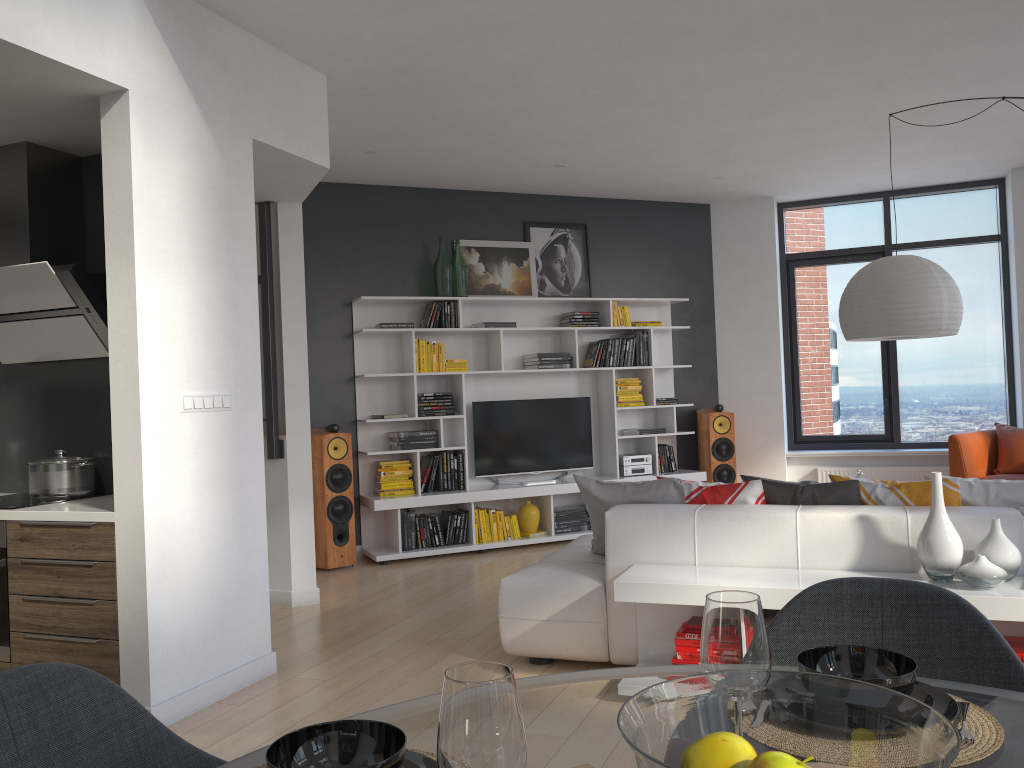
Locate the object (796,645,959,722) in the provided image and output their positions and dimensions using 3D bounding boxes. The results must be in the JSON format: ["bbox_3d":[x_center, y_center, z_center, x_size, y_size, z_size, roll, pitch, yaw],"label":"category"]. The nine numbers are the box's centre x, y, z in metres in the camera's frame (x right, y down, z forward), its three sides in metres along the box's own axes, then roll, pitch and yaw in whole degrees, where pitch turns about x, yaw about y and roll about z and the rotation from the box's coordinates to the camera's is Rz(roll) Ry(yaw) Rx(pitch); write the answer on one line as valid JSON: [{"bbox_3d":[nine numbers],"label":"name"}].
[{"bbox_3d":[0.489,0.429,1.258,0.258,0.074,0.258,-2,-1,2],"label":"object"}]

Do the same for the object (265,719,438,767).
[{"bbox_3d":[-0.201,0.455,1.027,0.258,0.074,0.258,-2,-1,2],"label":"object"}]

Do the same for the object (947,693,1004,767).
[{"bbox_3d":[0.486,0.468,1.247,0.360,0.002,0.360,-2,-1,-26],"label":"object"}]

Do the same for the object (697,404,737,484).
[{"bbox_3d":[1.867,0.729,8.162,0.290,1.088,0.434,-2,-1,-8],"label":"object"}]

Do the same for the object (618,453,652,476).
[{"bbox_3d":[1.052,0.715,7.857,0.285,0.174,0.270,-2,-1,-23],"label":"object"}]

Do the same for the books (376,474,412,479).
[{"bbox_3d":[-0.944,0.729,7.052,0.251,0.019,0.180,-2,-1,-23],"label":"books"}]

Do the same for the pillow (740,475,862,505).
[{"bbox_3d":[2.060,0.574,3.740,2.120,0.436,0.608,-3,-1,17],"label":"pillow"}]

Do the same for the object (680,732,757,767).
[{"bbox_3d":[0.194,0.360,0.817,0.078,0.073,0.077,-2,-1,-18],"label":"object"}]

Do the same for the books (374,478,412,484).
[{"bbox_3d":[-0.946,0.769,7.052,0.263,0.015,0.198,-2,-1,-20],"label":"books"}]

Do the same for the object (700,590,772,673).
[{"bbox_3d":[0.270,0.365,1.064,0.083,0.220,0.083,-2,-1,-7],"label":"object"}]

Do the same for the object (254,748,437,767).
[{"bbox_3d":[-0.207,0.493,1.030,0.360,0.002,0.360,-2,-1,-4],"label":"object"}]

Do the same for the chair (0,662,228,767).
[{"bbox_3d":[-0.421,0.830,1.090,0.619,0.891,0.655,-3,-1,23],"label":"chair"}]

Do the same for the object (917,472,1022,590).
[{"bbox_3d":[1.653,0.522,3.240,0.319,0.398,0.316,-2,-1,-44],"label":"object"}]

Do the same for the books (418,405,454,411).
[{"bbox_3d":[-0.627,0.194,7.179,0.266,0.030,0.209,-2,-1,-25],"label":"books"}]

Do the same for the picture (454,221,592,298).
[{"bbox_3d":[0.111,-1.064,7.677,1.279,0.707,0.076,-2,-1,-23],"label":"picture"}]

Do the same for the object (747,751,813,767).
[{"bbox_3d":[0.231,0.347,0.753,0.069,0.062,0.070,-2,-1,-28],"label":"object"}]

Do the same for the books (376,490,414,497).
[{"bbox_3d":[-0.927,0.859,7.027,0.270,0.029,0.204,-2,-1,-18],"label":"books"}]

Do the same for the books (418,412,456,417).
[{"bbox_3d":[-0.612,0.246,7.162,0.263,0.026,0.189,-2,-1,-25],"label":"books"}]

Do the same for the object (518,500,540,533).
[{"bbox_3d":[0.139,1.096,7.353,0.185,0.257,0.185,-3,-1,44],"label":"object"}]

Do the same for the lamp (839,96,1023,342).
[{"bbox_3d":[2.788,-0.146,3.590,0.710,2.647,3.199,-2,-1,-32],"label":"lamp"}]

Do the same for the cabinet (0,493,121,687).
[{"bbox_3d":[-3.202,0.156,2.262,2.402,2.501,4.694,-3,-1,22],"label":"cabinet"}]

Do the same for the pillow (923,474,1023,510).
[{"bbox_3d":[2.721,0.552,4.323,2.156,0.456,0.580,-2,-1,-42],"label":"pillow"}]

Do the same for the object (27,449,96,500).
[{"bbox_3d":[-2.121,0.419,4.181,0.288,0.223,0.315,-2,-1,-27],"label":"object"}]

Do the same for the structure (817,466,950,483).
[{"bbox_3d":[3.531,0.972,7.974,1.474,0.460,0.110,-3,-1,22],"label":"structure"}]

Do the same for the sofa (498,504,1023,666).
[{"bbox_3d":[1.984,0.858,4.644,3.424,0.732,2.614,-3,-1,22],"label":"sofa"}]

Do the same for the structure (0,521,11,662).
[{"bbox_3d":[-2.292,0.882,4.064,0.587,0.588,0.584,-3,-1,22],"label":"structure"}]

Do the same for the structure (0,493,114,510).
[{"bbox_3d":[-2.289,0.540,4.111,0.600,0.006,0.550,-3,-1,22],"label":"structure"}]

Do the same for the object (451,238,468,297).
[{"bbox_3d":[-0.442,-0.950,7.324,0.157,0.507,0.157,-2,-1,-10],"label":"object"}]

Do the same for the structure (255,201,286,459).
[{"bbox_3d":[-2.882,-0.726,7.516,4.190,4.339,2.823,-3,-1,22],"label":"structure"}]

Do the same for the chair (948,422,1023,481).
[{"bbox_3d":[4.034,0.737,6.879,0.843,0.858,0.896,-2,-1,-36],"label":"chair"}]

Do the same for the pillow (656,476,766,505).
[{"bbox_3d":[1.755,0.614,3.853,2.250,0.449,0.575,-3,-1,19],"label":"pillow"}]

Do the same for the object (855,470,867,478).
[{"bbox_3d":[2.025,0.653,5.390,0.330,0.265,0.330,-2,-1,-44],"label":"object"}]

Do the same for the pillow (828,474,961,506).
[{"bbox_3d":[2.446,0.579,4.163,2.095,0.440,0.630,-2,-1,-21],"label":"pillow"}]

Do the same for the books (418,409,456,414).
[{"bbox_3d":[-0.612,0.221,7.164,0.270,0.025,0.189,-2,-1,-24],"label":"books"}]

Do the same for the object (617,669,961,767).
[{"bbox_3d":[0.234,0.380,0.761,0.278,0.184,0.278,-3,-1,30],"label":"object"}]

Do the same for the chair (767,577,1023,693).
[{"bbox_3d":[0.544,0.793,1.315,0.655,0.891,0.619,-3,-1,28],"label":"chair"}]

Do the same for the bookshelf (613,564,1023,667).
[{"bbox_3d":[1.680,0.969,3.168,2.600,0.500,0.356,-3,-1,22],"label":"bookshelf"}]

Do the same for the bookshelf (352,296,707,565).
[{"bbox_3d":[0.231,0.305,7.463,3.000,2.052,0.455,-2,-1,-23],"label":"bookshelf"}]

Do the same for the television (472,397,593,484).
[{"bbox_3d":[0.187,0.482,7.558,1.102,0.704,0.207,-2,-1,-23],"label":"television"}]

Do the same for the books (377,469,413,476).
[{"bbox_3d":[-0.934,0.702,7.054,0.250,0.035,0.185,-2,-1,-20],"label":"books"}]

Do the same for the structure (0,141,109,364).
[{"bbox_3d":[-2.300,-0.613,4.205,0.898,0.998,0.407,-3,-1,22],"label":"structure"}]

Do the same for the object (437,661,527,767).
[{"bbox_3d":[-0.026,0.374,0.814,0.083,0.220,0.083,-2,-1,-40],"label":"object"}]

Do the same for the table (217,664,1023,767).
[{"bbox_3d":[0.263,0.854,0.763,1.499,0.764,1.499,-2,-1,11],"label":"table"}]

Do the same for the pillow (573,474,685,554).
[{"bbox_3d":[1.787,0.587,4.197,2.953,0.453,0.647,-2,-1,9],"label":"pillow"}]

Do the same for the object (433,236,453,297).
[{"bbox_3d":[-0.563,-0.946,7.210,0.157,0.507,0.157,-2,-1,-10],"label":"object"}]

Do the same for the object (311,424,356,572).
[{"bbox_3d":[-1.414,0.846,6.755,0.290,1.088,0.434,-2,-1,-38],"label":"object"}]

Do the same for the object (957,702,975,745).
[{"bbox_3d":[0.477,0.460,1.250,0.309,0.015,0.206,-3,-1,26],"label":"object"}]
